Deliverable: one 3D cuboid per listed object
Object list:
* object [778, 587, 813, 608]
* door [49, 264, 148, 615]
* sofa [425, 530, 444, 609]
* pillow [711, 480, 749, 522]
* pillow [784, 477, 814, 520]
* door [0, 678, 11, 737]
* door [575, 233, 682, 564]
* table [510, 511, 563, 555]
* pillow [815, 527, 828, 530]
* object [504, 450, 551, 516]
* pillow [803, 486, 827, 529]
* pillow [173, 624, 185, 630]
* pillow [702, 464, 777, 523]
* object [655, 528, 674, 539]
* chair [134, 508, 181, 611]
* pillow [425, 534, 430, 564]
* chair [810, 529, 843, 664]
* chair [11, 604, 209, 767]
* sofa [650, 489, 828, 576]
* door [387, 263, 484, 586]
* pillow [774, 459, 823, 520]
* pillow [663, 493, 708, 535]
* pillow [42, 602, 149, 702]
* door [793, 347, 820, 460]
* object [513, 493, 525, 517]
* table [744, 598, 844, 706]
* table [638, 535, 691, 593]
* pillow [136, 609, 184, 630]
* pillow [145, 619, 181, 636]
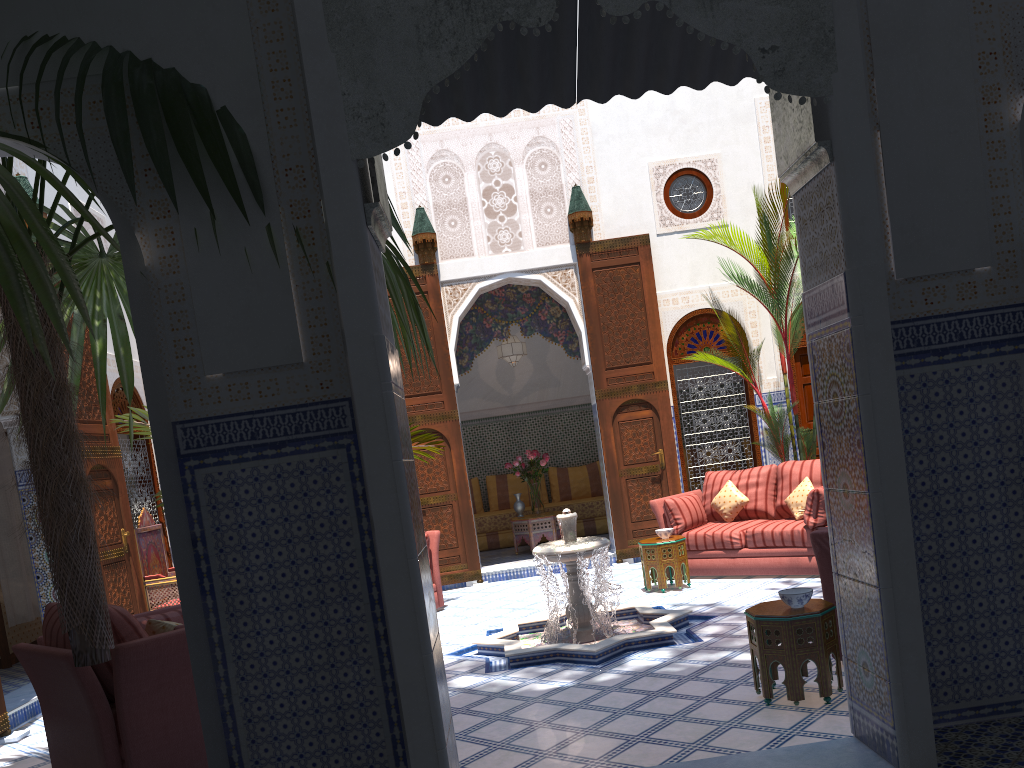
[{"bbox_3d":[0.993,0.750,3.059,0.118,0.057,0.117,-9,-3,11],"label":"object"},{"bbox_3d":[-2.561,0.509,5.387,0.124,2.543,0.576,-8,4,3],"label":"door"},{"bbox_3d":[-1.168,1.358,5.841,0.739,0.545,1.345,-9,-3,44],"label":"sofa"},{"bbox_3d":[1.472,0.795,5.951,0.129,0.280,0.303,-10,1,-36],"label":"pillow"},{"bbox_3d":[1.842,0.724,5.559,0.148,0.261,0.279,-8,0,-3],"label":"pillow"},{"bbox_3d":[-2.523,0.370,3.746,0.123,2.543,0.578,-8,4,-7],"label":"door"},{"bbox_3d":[0.944,0.135,6.871,0.583,2.543,0.122,-8,4,-1],"label":"door"},{"bbox_3d":[0.270,1.358,8.009,0.537,0.326,0.537,-8,-2,-1],"label":"table"},{"bbox_3d":[1.373,0.646,3.346,0.400,0.245,0.185,-10,-1,44],"label":"pillow"},{"bbox_3d":[0.179,0.893,7.941,0.451,0.602,0.330,-7,2,25],"label":"object"},{"bbox_3d":[1.914,0.731,5.334,0.189,0.245,0.391,-7,-1,45],"label":"pillow"},{"bbox_3d":[-1.103,0.996,3.311,0.375,0.255,0.189,-6,0,-45],"label":"pillow"},{"bbox_3d":[1.583,0.778,6.105,0.587,0.383,0.297,-10,-1,44],"label":"pillow"},{"bbox_3d":[0.980,0.960,5.615,0.118,0.057,0.117,-9,-3,11],"label":"object"},{"bbox_3d":[-2.225,1.356,6.050,0.503,1.091,0.481,-8,3,-1],"label":"chair"},{"bbox_3d":[-0.715,1.161,6.058,0.400,0.245,0.185,-10,-1,44],"label":"pillow"},{"bbox_3d":[1.684,0.756,3.388,0.733,0.546,0.802,-9,-2,44],"label":"chair"},{"bbox_3d":[-1.376,1.184,3.340,0.820,0.546,0.717,-10,-2,44],"label":"chair"},{"bbox_3d":[1.703,0.951,5.826,1.375,0.545,0.723,-11,-3,44],"label":"sofa"},{"bbox_3d":[-0.685,0.361,6.827,0.582,2.543,0.122,-8,4,-6],"label":"door"},{"bbox_3d":[1.981,0.683,5.715,0.565,0.406,0.301,-9,0,40],"label":"pillow"},{"bbox_3d":[1.195,0.893,6.026,0.375,0.255,0.189,-6,0,-45],"label":"pillow"},{"bbox_3d":[-1.508,0.980,3.222,0.587,0.383,0.297,-10,-1,44],"label":"pillow"},{"bbox_3d":[2.461,0.432,7.010,0.286,1.479,0.122,-8,4,-1],"label":"door"},{"bbox_3d":[0.065,1.103,7.966,0.106,0.215,0.105,-8,3,4],"label":"object"},{"bbox_3d":[0.998,0.946,3.099,0.289,0.327,0.288,-8,0,-1],"label":"table"},{"bbox_3d":[0.979,1.154,5.618,0.291,0.327,0.285,-8,1,44],"label":"table"},{"bbox_3d":[-1.431,1.064,3.621,0.189,0.245,0.391,-7,-1,45],"label":"pillow"},{"bbox_3d":[-1.302,0.997,3.364,0.259,0.236,0.167,-8,1,-24],"label":"pillow"}]
